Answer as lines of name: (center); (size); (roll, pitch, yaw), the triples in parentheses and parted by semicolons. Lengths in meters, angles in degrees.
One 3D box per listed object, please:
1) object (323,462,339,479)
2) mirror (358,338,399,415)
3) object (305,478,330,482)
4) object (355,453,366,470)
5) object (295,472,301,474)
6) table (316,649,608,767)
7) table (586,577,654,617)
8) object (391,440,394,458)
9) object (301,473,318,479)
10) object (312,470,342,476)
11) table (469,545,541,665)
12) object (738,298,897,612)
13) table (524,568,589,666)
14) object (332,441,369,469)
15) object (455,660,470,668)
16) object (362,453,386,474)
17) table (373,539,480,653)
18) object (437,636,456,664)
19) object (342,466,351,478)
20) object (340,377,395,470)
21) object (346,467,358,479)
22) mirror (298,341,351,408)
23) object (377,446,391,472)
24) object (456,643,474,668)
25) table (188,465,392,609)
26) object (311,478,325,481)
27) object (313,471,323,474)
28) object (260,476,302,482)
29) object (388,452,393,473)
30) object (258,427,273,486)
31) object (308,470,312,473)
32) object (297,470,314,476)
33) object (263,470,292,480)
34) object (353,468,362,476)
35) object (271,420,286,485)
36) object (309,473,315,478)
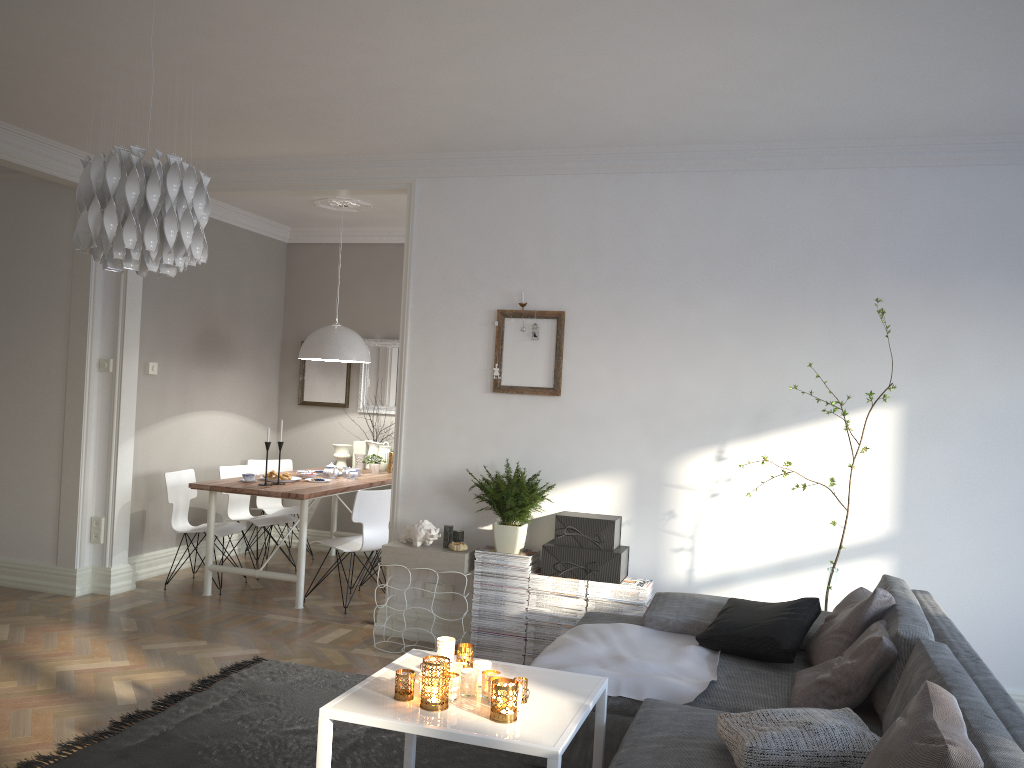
object: (-1.341, 0.639, 6.580); (0.143, 0.119, 0.124); (3, 0, 22)
mirror: (-1.039, -0.061, 7.518); (0.544, 0.632, 0.047); (3, 0, 17)
object: (-1.381, 0.686, 6.298); (0.180, 0.014, 0.180); (3, -1, -17)
object: (-1.262, 0.647, 7.365); (0.094, 0.132, 0.097); (3, 0, -16)
object: (-1.500, 0.653, 6.410); (0.130, 0.027, 0.028); (4, 0, -30)
table: (-0.130, 1.215, 2.774); (0.715, 0.504, 0.675); (3, 0, 17)
table: (0.556, 1.275, 4.629); (0.327, 0.499, 0.246); (3, 0, 17)
object: (-0.968, 0.579, 7.440); (0.091, 0.301, 0.091); (3, 0, -29)
object: (-1.475, 0.671, 6.452); (0.129, 0.038, 0.129); (3, -1, 17)
object: (-1.430, 0.687, 6.810); (0.287, 0.019, 0.287); (3, -1, -10)
table: (-0.036, 1.196, 4.814); (0.321, 0.596, 0.246); (3, 0, 17)
object: (1.394, 0.411, 4.098); (0.776, 1.674, 0.340); (3, 0, -23)
table: (0.256, 1.260, 4.723); (0.327, 0.499, 0.246); (3, 0, 17)
object: (-1.368, 0.594, 7.481); (0.310, 0.228, 0.172); (3, 0, -30)
object: (-0.162, 0.933, 2.880); (0.052, 0.058, 0.050); (3, 0, -13)
object: (-1.104, 0.637, 7.134); (0.178, 0.162, 0.169); (3, 0, -32)
table: (-0.458, 1.186, 4.907); (0.553, 0.575, 0.299); (3, 0, 18)
object: (-0.211, 0.849, 2.826); (0.060, 0.073, 0.060); (3, 0, 33)
object: (-1.248, 0.662, 6.692); (0.072, 0.086, 0.086); (3, 0, -17)
object: (-1.104, 0.331, 7.361); (0.698, 0.781, 0.352); (3, 0, -1)
object: (-1.192, 0.664, 6.609); (0.090, 0.086, 0.090); (3, 0, -28)
mirror: (-1.623, -0.084, 7.697); (0.474, 0.557, 0.052); (3, 0, 17)
object: (-1.057, 0.619, 7.342); (0.114, 0.209, 0.112); (3, 0, 17)
object: (-0.159, 0.924, 3.001); (0.060, 0.079, 0.060); (3, 0, 12)
table: (-1.425, 1.069, 6.596); (0.852, 0.750, 1.987); (3, -1, 17)
object: (-1.378, 0.682, 6.287); (0.100, 0.025, 0.066); (3, -1, -6)
object: (-1.431, 0.683, 6.814); (0.194, 0.022, 0.201); (3, -1, 37)
object: (-1.627, 0.669, 6.237); (0.287, 0.019, 0.287); (3, -1, 5)
object: (-0.966, 0.646, 7.273); (0.095, 0.163, 0.095); (3, 0, -33)
object: (-1.631, 0.476, 5.905); (0.095, 0.396, 0.095); (3, 0, 13)
object: (-1.510, 0.651, 6.617); (0.020, 0.003, 0.194); (3, -1, -15)
object: (-1.538, 0.669, 6.608); (0.129, 0.038, 0.129); (3, -1, 22)
object: (-1.649, 0.642, 6.232); (0.198, 0.063, 0.188); (3, -1, -13)
object: (-1.216, 0.681, 6.856); (0.116, 0.056, 0.116); (3, -1, -10)
object: (-1.568, 0.455, 5.996); (0.095, 0.448, 0.095); (3, 0, 13)
object: (-1.476, 0.669, 6.452); (0.085, 0.039, 0.082); (3, -1, -18)
